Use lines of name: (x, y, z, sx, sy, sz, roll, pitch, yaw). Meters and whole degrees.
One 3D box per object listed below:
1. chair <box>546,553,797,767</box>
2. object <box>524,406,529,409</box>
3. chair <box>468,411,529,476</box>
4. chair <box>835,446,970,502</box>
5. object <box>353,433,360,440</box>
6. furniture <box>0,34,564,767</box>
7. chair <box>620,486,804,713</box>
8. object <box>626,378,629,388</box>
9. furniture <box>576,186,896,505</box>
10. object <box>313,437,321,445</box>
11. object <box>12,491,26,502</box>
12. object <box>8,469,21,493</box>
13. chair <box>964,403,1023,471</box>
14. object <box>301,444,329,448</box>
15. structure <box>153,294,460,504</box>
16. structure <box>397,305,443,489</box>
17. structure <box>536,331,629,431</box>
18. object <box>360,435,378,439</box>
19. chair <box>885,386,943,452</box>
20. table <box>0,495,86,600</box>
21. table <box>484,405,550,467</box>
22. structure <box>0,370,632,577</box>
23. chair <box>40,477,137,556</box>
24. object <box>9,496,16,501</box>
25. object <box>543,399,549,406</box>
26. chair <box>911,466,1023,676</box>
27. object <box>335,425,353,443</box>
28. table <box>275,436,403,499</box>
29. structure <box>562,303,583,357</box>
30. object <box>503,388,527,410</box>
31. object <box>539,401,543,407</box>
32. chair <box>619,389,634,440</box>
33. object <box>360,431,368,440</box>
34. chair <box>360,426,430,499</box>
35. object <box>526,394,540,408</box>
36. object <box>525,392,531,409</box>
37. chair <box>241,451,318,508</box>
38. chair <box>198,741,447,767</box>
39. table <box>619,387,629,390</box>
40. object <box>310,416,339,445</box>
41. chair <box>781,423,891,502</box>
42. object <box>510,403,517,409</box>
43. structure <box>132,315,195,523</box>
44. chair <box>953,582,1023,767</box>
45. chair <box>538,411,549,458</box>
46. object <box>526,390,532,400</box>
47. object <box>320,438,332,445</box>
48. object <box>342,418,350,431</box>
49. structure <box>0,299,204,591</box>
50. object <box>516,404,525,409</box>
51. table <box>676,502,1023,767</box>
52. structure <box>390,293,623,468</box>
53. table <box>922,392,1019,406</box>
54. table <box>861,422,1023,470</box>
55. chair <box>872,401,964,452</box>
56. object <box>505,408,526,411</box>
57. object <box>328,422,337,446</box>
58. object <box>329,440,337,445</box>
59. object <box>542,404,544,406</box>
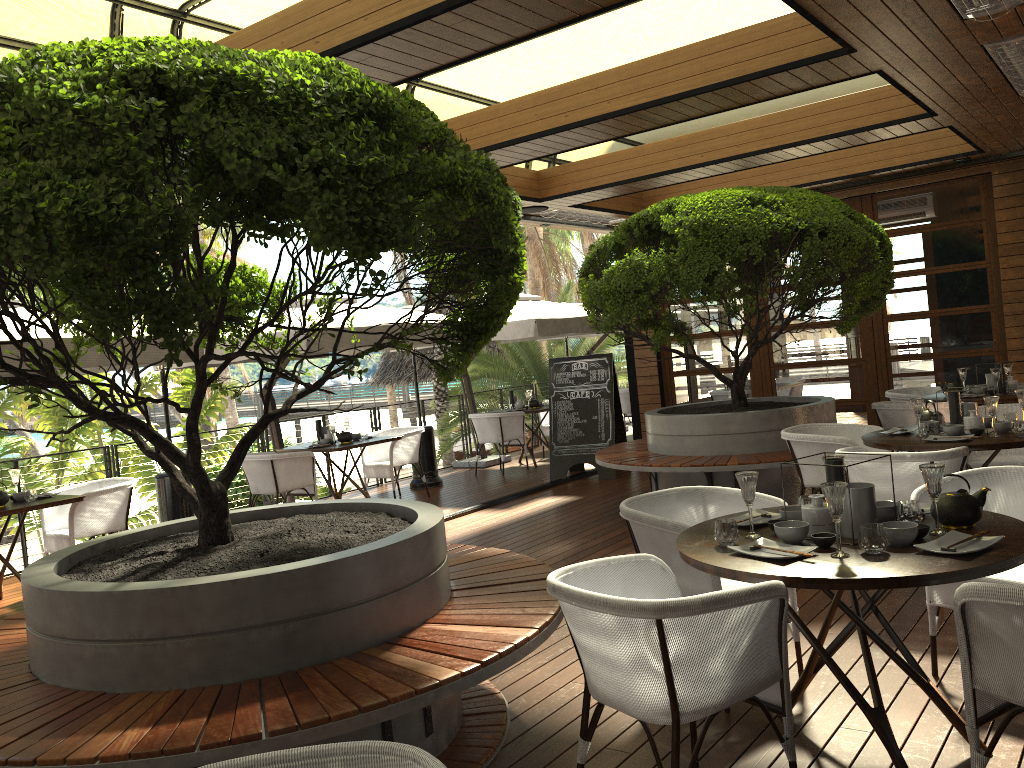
chair: (0.477, 0.954, 2.720, 0.617, 0.788, 0.627, -6, 1, -32)
object: (0.196, 0.312, 11.629, 0.080, 0.042, 0.080, -5, 2, 28)
chair: (-0.180, 0.738, 11.266, 0.627, 0.788, 0.617, -5, 1, 38)
chair: (2.143, 0.724, 4.848, 0.627, 0.788, 0.617, -4, 2, 43)
object: (-1.633, 0.554, 9.257, 0.116, 0.065, 0.116, -4, 2, 35)
furniture: (-1.185, 0.137, 3.549, 2.614, 2.722, 2.697, -5, 1, 27)
chair: (0.841, 0.882, 3.841, 0.628, 0.788, 0.616, -6, 1, -32)
object: (2.058, -0.079, 14.695, 0.263, 0.264, 0.263, -6, 1, -8)
furniture: (1.930, -0.298, 7.677, 2.569, 2.722, 2.720, -5, 1, 2)
object: (-1.980, 0.584, 9.016, 0.086, 0.086, 0.086, -4, 2, 41)
object: (-3.622, 0.834, 6.547, 0.116, 0.065, 0.116, -4, 2, 35)
object: (-3.736, 0.756, 6.679, 0.082, 0.227, 0.082, -5, 1, 37)
chair: (3.443, 0.557, 6.113, 0.627, 0.788, 0.617, -4, 2, 43)
object: (-1.931, 0.617, 8.813, 0.294, 0.025, 0.170, -4, 2, 36)
structure: (-1.905, 0.201, 9.147, 2.412, 2.332, 2.416, -5, 2, 36)
structure: (-1.136, 0.141, 10.683, 0.699, 2.192, 0.700, -5, 1, 24)
structure: (2.082, -0.361, 14.579, 2.412, 2.332, 2.416, -5, 2, 36)
object: (-1.576, 0.563, 9.413, 0.294, 0.025, 0.170, -4, 2, 36)
chair: (3.941, 0.434, 8.414, 0.628, 0.788, 0.616, -6, 1, -22)
table: (-3.737, 1.258, 6.425, 0.931, 0.749, 0.932, -4, 2, 36)
table: (0.261, 0.694, 11.872, 0.931, 0.749, 0.932, -4, 2, 36)
structure: (-5.290, 1.371, 6.312, 0.163, 1.153, 26.296, -5, 2, 37)
chair: (-3.285, 1.177, 6.993, 0.627, 0.788, 0.617, -5, 1, 38)
object: (-3.701, 0.851, 6.606, 0.080, 0.042, 0.080, -6, 2, -2)
object: (0.460, 0.254, 11.923, 0.086, 0.086, 0.086, -4, 2, 41)
chair: (2.059, 0.772, 3.604, 0.617, 0.788, 0.627, -6, 1, -32)
object: (-1.706, 0.510, 9.053, 0.163, 0.179, 0.168, -5, 2, 38)
table: (-1.738, 0.976, 9.149, 0.931, 0.749, 0.932, -4, 2, 36)
structure: (0.870, -0.141, 13.416, 0.699, 2.192, 0.700, -5, 1, 24)
object: (0.045, 0.205, 11.951, 0.263, 0.264, 0.263, -6, 1, -8)
object: (0.362, 0.273, 11.976, 0.116, 0.065, 0.116, -4, 2, 41)
chair: (1.801, 0.459, 13.965, 0.627, 0.788, 0.617, -5, 1, 38)
object: (-1.535, 0.535, 9.205, 0.086, 0.086, 0.086, -4, 2, 41)
chair: (-1.268, 0.893, 9.742, 0.627, 0.788, 0.617, -5, 1, 38)
object: (0.288, 0.229, 11.774, 0.168, 0.179, 0.163, -5, 2, 35)
object: (0.215, 0.216, 11.551, 0.082, 0.227, 0.082, -5, 1, 37)
chair: (-2.239, 1.028, 8.460, 0.627, 0.788, 0.617, -5, 1, 38)
chair: (-0.338, 1.077, 1.363, 0.627, 0.788, 0.617, -6, 1, -7)
table: (2.260, 0.413, 14.596, 0.931, 0.749, 0.932, -4, 2, 36)
object: (-1.950, 0.486, 9.233, 0.263, 0.264, 0.263, -6, 1, -8)
chair: (2.206, 0.679, 6.026, 0.616, 0.788, 0.628, -4, 2, 43)
object: (0.015, 0.303, 11.735, 0.086, 0.086, 0.086, -4, 2, 41)
structure: (-3.102, 0.418, 8.004, 0.699, 2.192, 0.700, -5, 1, 24)
chair: (1.624, 0.854, 2.374, 0.628, 0.788, 0.616, -6, 1, -32)
chair: (0.757, 0.608, 12.501, 0.627, 0.788, 0.617, -5, 1, 38)
object: (0.248, 0.195, 12.107, 0.082, 0.227, 0.082, -5, 1, 37)
object: (-1.879, 0.587, 8.968, 0.116, 0.065, 0.116, -4, 2, 35)
object: (-1.747, 0.476, 9.389, 0.082, 0.227, 0.082, -5, 1, 37)
structure: (-3.898, 0.482, 6.430, 2.412, 2.332, 2.416, -5, 2, 36)
object: (0.116, 0.306, 11.686, 0.116, 0.065, 0.116, -4, 2, 41)
table: (1.195, 0.891, 3.088, 1.165, 0.749, 1.167, -5, 2, 17)
structure: (0.089, -0.080, 11.863, 2.412, 2.332, 2.416, -5, 2, 36)
table: (4.214, 0.451, 7.652, 1.166, 0.749, 1.166, -5, 2, 5)
table: (2.774, 0.664, 5.375, 1.166, 0.749, 1.166, -5, 2, 5)
chair: (3.389, 0.521, 7.373, 0.617, 0.788, 0.627, -6, 1, -22)
object: (0.064, 0.336, 11.532, 0.294, 0.025, 0.170, -4, 2, 36)
object: (-1.780, 0.497, 8.833, 0.082, 0.227, 0.082, -5, 1, 26)
object: (-1.799, 0.593, 8.910, 0.080, 0.042, 0.080, -6, 2, -2)
object: (0.419, 0.282, 12.131, 0.294, 0.025, 0.170, -4, 2, 36)
